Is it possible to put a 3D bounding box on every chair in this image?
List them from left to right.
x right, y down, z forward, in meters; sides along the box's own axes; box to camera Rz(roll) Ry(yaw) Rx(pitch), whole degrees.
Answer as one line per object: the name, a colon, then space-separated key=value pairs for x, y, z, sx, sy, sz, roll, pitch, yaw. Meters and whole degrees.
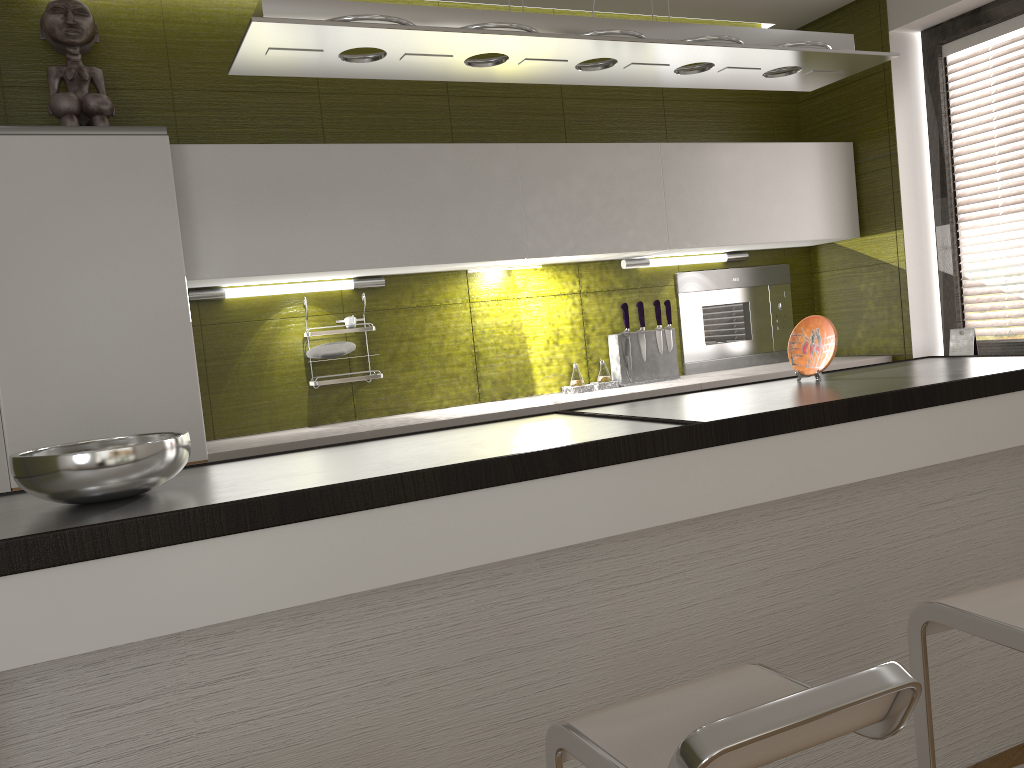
chair: x=0.348 y=0.828 z=1.380 sx=0.418 sy=0.857 sz=0.460 roll=-7 pitch=4 yaw=-25
chair: x=1.109 y=0.729 z=1.737 sx=0.418 sy=0.857 sz=0.460 roll=-7 pitch=4 yaw=-20

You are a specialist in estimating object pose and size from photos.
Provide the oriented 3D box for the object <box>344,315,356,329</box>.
object: x=-0.610 y=-0.231 z=3.347 sx=0.046 sy=0.053 sz=0.051 roll=-5 pitch=3 yaw=7

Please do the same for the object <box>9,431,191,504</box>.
object: x=-0.773 y=0.164 z=1.689 sx=0.311 sy=0.105 sz=0.311 roll=-7 pitch=4 yaw=-12

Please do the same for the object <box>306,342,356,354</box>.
object: x=-0.668 y=-0.126 z=3.275 sx=0.181 sy=0.052 sz=0.173 roll=-7 pitch=4 yaw=-25

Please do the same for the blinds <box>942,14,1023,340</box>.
blinds: x=3.314 y=-3.689 z=7.075 sx=16.000 sy=12.704 sz=9.030 roll=-5 pitch=4 yaw=15

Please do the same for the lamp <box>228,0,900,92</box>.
lamp: x=0.169 y=-1.108 z=2.122 sx=1.677 sy=0.683 sz=0.326 roll=-7 pitch=4 yaw=-25

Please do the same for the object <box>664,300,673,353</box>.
object: x=0.675 y=-0.248 z=3.832 sx=0.040 sy=0.231 sz=0.013 roll=-7 pitch=4 yaw=-25

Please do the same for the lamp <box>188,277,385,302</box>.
lamp: x=-0.819 y=-0.352 z=3.279 sx=0.715 sy=0.041 sz=0.041 roll=-7 pitch=4 yaw=-25

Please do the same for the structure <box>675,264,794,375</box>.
structure: x=1.066 y=-0.307 z=4.169 sx=0.663 sy=0.469 sz=0.015 roll=-7 pitch=4 yaw=-25

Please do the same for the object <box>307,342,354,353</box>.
object: x=-0.667 y=-0.123 z=3.274 sx=0.181 sy=0.052 sz=0.173 roll=-7 pitch=4 yaw=-25

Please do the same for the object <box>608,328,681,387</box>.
object: x=0.570 y=-0.114 z=3.829 sx=0.293 sy=0.227 sz=0.107 roll=-7 pitch=4 yaw=-25

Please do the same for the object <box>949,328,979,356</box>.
object: x=1.875 y=-0.144 z=3.684 sx=0.057 sy=0.169 sz=0.106 roll=-8 pitch=4 yaw=-30

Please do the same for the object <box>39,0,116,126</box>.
object: x=-1.391 y=-0.999 z=2.828 sx=0.195 sy=0.488 sz=0.304 roll=-8 pitch=4 yaw=-27

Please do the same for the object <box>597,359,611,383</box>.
object: x=0.387 y=-0.048 z=3.749 sx=0.059 sy=0.121 sz=0.059 roll=-4 pitch=4 yaw=32

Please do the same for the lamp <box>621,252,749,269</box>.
lamp: x=0.790 y=-0.559 z=3.998 sx=0.716 sy=0.041 sz=0.095 roll=-7 pitch=4 yaw=-25

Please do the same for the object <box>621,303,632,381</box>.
object: x=0.483 y=-0.173 z=3.744 sx=0.046 sy=0.339 sz=0.013 roll=-7 pitch=4 yaw=-25

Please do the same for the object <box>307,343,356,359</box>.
object: x=-0.666 y=-0.120 z=3.273 sx=0.181 sy=0.052 sz=0.173 roll=-7 pitch=4 yaw=-25

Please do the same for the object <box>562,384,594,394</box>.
object: x=0.273 y=0.022 z=3.684 sx=0.107 sy=0.032 sz=0.107 roll=-7 pitch=4 yaw=-24

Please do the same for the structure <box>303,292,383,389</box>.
structure: x=-0.640 y=-0.165 z=3.322 sx=0.266 sy=0.346 sz=0.110 roll=-7 pitch=4 yaw=-25

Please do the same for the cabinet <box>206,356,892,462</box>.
cabinet: x=0.336 y=0.581 z=3.597 sx=2.940 sy=1.086 sz=0.465 roll=-7 pitch=4 yaw=-25

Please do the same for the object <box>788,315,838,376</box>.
object: x=0.897 y=-0.115 z=2.649 sx=0.055 sy=0.178 sz=0.184 roll=-8 pitch=4 yaw=-29

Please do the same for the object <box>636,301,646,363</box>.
object: x=0.551 y=-0.220 z=3.775 sx=0.042 sy=0.264 sz=0.013 roll=-7 pitch=4 yaw=-25

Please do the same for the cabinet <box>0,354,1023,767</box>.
cabinet: x=0.320 y=0.642 z=2.200 sx=2.947 sy=1.134 sz=0.663 roll=-7 pitch=4 yaw=-25

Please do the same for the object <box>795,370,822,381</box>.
object: x=0.901 y=-0.077 z=2.650 sx=0.072 sy=0.131 sz=0.088 roll=-8 pitch=4 yaw=-30

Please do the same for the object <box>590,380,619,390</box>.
object: x=0.392 y=0.006 z=3.753 sx=0.107 sy=0.032 sz=0.107 roll=-7 pitch=4 yaw=-13

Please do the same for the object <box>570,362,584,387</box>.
object: x=0.268 y=-0.032 z=3.680 sx=0.059 sy=0.121 sz=0.059 roll=-4 pitch=4 yaw=21

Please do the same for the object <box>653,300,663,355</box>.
object: x=0.630 y=-0.241 z=3.811 sx=0.036 sy=0.243 sz=0.013 roll=-7 pitch=4 yaw=-25

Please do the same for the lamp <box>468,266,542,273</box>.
lamp: x=-0.026 y=-0.475 z=3.664 sx=0.334 sy=0.008 sz=0.008 roll=-7 pitch=4 yaw=-25

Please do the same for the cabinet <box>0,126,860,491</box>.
cabinet: x=-0.007 y=0.112 z=3.567 sx=3.471 sy=2.089 sz=0.724 roll=-7 pitch=4 yaw=-25
